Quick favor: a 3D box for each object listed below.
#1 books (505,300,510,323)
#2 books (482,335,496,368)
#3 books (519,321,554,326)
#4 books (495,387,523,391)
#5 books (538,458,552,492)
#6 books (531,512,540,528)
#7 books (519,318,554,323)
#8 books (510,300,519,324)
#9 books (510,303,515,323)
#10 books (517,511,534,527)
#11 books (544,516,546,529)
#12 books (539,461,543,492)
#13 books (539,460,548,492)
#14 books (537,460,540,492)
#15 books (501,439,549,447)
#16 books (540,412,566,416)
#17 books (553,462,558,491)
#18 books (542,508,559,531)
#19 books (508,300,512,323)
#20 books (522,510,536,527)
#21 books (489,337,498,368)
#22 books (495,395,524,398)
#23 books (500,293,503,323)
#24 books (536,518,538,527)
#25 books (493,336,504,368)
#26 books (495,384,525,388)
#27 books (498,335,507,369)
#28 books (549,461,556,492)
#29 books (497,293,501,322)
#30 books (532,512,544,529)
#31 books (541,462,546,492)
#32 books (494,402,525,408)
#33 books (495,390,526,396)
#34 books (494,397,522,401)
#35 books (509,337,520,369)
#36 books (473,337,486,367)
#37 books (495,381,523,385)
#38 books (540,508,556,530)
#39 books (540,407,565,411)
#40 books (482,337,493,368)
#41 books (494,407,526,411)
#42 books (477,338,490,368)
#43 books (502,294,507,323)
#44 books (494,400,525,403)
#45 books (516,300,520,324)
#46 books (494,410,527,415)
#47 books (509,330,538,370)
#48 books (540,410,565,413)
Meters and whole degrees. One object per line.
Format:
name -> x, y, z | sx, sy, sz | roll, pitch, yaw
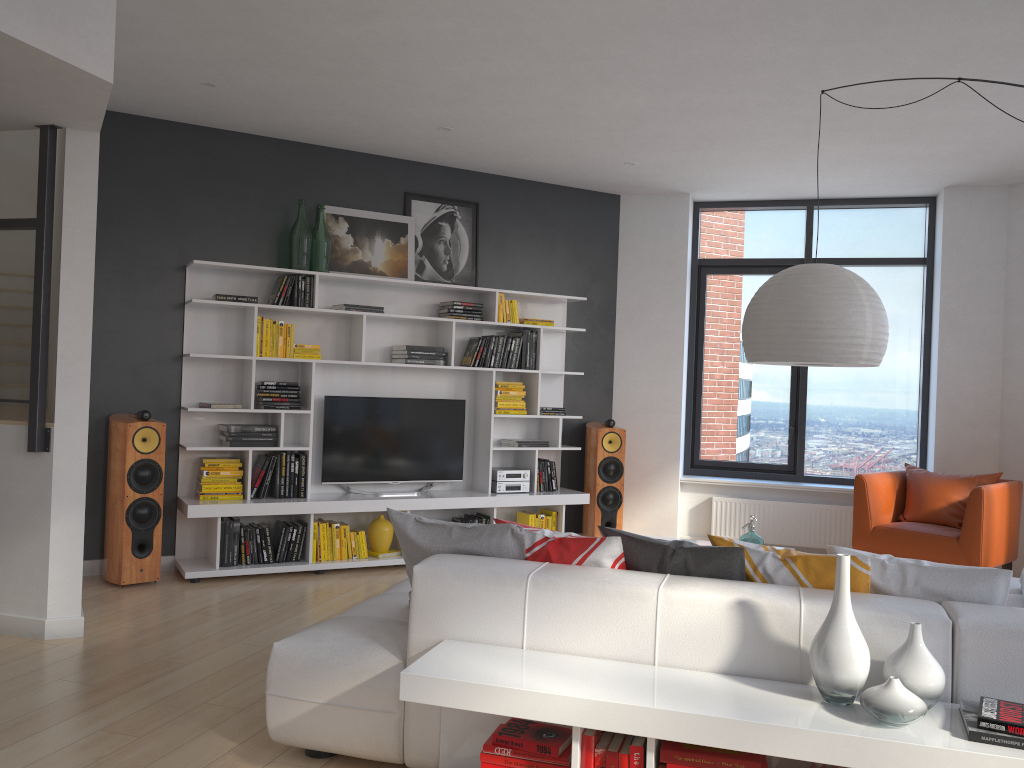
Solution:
books -> -0.063, -0.556, 6.859 | 0.054, 0.180, 0.132 | 2, 0, -28
books -> -0.205, -0.248, 6.835 | 0.075, 0.254, 0.192 | 2, 0, -29
books -> 0.177, -0.471, 7.032 | 0.257, 0.028, 0.194 | 2, 0, -23
books -> -0.044, 0.041, 6.968 | 0.227, 0.022, 0.160 | 2, 0, -13
books -> 0.252, 0.723, 7.086 | 0.066, 0.255, 0.193 | 2, 0, -29
books -> 0.164, 1.139, 6.963 | 0.019, 0.251, 0.180 | 2, 0, -28
books -> 0.171, -0.496, 7.038 | 0.257, 0.024, 0.203 | 2, 0, -25
books -> -0.006, -0.556, 6.885 | 0.064, 0.184, 0.141 | 2, 0, -27
books -> -0.020, -0.545, 6.861 | 0.046, 0.161, 0.108 | 2, 0, -30
books -> 0.102, 1.135, 6.930 | 0.044, 0.255, 0.198 | 2, 0, -28
books -> 0.213, 1.147, 6.989 | 0.023, 0.239, 0.169 | 2, 0, -28
books -> 0.185, 0.729, 7.053 | 0.053, 0.240, 0.189 | 2, 0, -28
books -> 0.232, 0.728, 7.062 | 0.050, 0.242, 0.169 | 2, 0, -29
books -> 0.155, 0.712, 7.041 | 0.053, 0.268, 0.202 | 2, 0, -29
books -> 0.101, 0.467, 7.030 | 0.310, 0.047, 0.250 | 2, 0, -33
books -> 0.301, 0.236, 7.081 | 0.213, 0.023, 0.161 | 2, 0, -25
books -> 0.296, 0.735, 7.137 | 0.077, 0.233, 0.179 | 2, 0, -28
books -> 0.300, 1.136, 7.053 | 0.025, 0.270, 0.213 | 2, 0, -28
books -> -0.042, -0.555, 6.862 | 0.044, 0.178, 0.128 | 2, 0, -29
books -> 0.128, 1.134, 6.946 | 0.015, 0.263, 0.199 | 2, 0, -28
books -> -0.178, -0.240, 6.842 | 0.068, 0.243, 0.179 | 2, 0, -30
books -> -0.050, 0.095, 6.966 | 0.239, 0.019, 0.171 | 2, 0, -28
books -> -0.122, -0.581, 6.842 | 0.041, 0.224, 0.163 | 2, 0, -30
books -> 0.154, 1.152, 6.936 | 0.024, 0.229, 0.156 | 2, 0, -29
books -> -0.147, -0.244, 6.864 | 0.084, 0.249, 0.191 | 2, 0, -28
books -> -0.034, 0.019, 6.968 | 0.223, 0.023, 0.163 | 2, 0, -24
books -> -0.118, -0.247, 6.881 | 0.066, 0.260, 0.197 | 2, 0, -28
books -> 0.282, 0.730, 7.093 | 0.066, 0.242, 0.177 | 2, 0, -29
books -> -0.133, -0.584, 6.814 | 0.041, 0.229, 0.161 | 2, 0, -30
books -> 0.189, 1.141, 6.974 | 0.035, 0.250, 0.185 | 2, 0, -28
books -> 0.209, 0.731, 7.058 | 0.049, 0.236, 0.170 | 2, 0, -28
books -> -0.047, 0.161, 6.955 | 0.243, 0.042, 0.189 | 2, 0, -28
books -> -0.038, 0.070, 6.969 | 0.239, 0.033, 0.176 | 2, 0, -25
books -> -0.053, 0.115, 6.945 | 0.217, 0.023, 0.145 | 2, 0, -24
books -> -0.021, -0.239, 6.930 | 0.084, 0.249, 0.191 | 2, 0, -28
books -> -0.283, -0.240, 6.793 | 0.096, 0.234, 0.187 | 2, 0, -28
books -> -0.053, -0.006, 6.984 | 0.223, 0.023, 0.163 | 2, 0, -24
books -> 0.281, 1.135, 7.032 | 0.029, 0.270, 0.204 | 2, 0, -28
books -> 0.295, 0.198, 7.098 | 0.213, 0.023, 0.161 | 2, 0, -25
books -> -0.212, -0.241, 6.801 | 0.069, 0.242, 0.172 | 2, 0, -28
books -> -0.047, 0.194, 6.951 | 0.257, 0.024, 0.203 | 2, 0, -25
books -> -0.249, -0.239, 6.796 | 0.081, 0.233, 0.169 | 2, 0, -29
books -> -0.100, -0.580, 6.864 | 0.054, 0.224, 0.164 | 2, 0, -29
books -> -0.055, 0.132, 6.966 | 0.251, 0.014, 0.189 | 2, 0, -25
books -> 0.010, -0.556, 6.903 | 0.044, 0.184, 0.142 | 2, 0, -28
books -> -0.041, 0.220, 6.945 | 0.257, 0.028, 0.194 | 2, 0, -23
books -> 0.082, -0.265, 7.018 | 0.128, 0.321, 0.259 | 2, 0, -28
books -> 0.299, 0.217, 7.083 | 0.198, 0.015, 0.142 | 2, 0, -30
